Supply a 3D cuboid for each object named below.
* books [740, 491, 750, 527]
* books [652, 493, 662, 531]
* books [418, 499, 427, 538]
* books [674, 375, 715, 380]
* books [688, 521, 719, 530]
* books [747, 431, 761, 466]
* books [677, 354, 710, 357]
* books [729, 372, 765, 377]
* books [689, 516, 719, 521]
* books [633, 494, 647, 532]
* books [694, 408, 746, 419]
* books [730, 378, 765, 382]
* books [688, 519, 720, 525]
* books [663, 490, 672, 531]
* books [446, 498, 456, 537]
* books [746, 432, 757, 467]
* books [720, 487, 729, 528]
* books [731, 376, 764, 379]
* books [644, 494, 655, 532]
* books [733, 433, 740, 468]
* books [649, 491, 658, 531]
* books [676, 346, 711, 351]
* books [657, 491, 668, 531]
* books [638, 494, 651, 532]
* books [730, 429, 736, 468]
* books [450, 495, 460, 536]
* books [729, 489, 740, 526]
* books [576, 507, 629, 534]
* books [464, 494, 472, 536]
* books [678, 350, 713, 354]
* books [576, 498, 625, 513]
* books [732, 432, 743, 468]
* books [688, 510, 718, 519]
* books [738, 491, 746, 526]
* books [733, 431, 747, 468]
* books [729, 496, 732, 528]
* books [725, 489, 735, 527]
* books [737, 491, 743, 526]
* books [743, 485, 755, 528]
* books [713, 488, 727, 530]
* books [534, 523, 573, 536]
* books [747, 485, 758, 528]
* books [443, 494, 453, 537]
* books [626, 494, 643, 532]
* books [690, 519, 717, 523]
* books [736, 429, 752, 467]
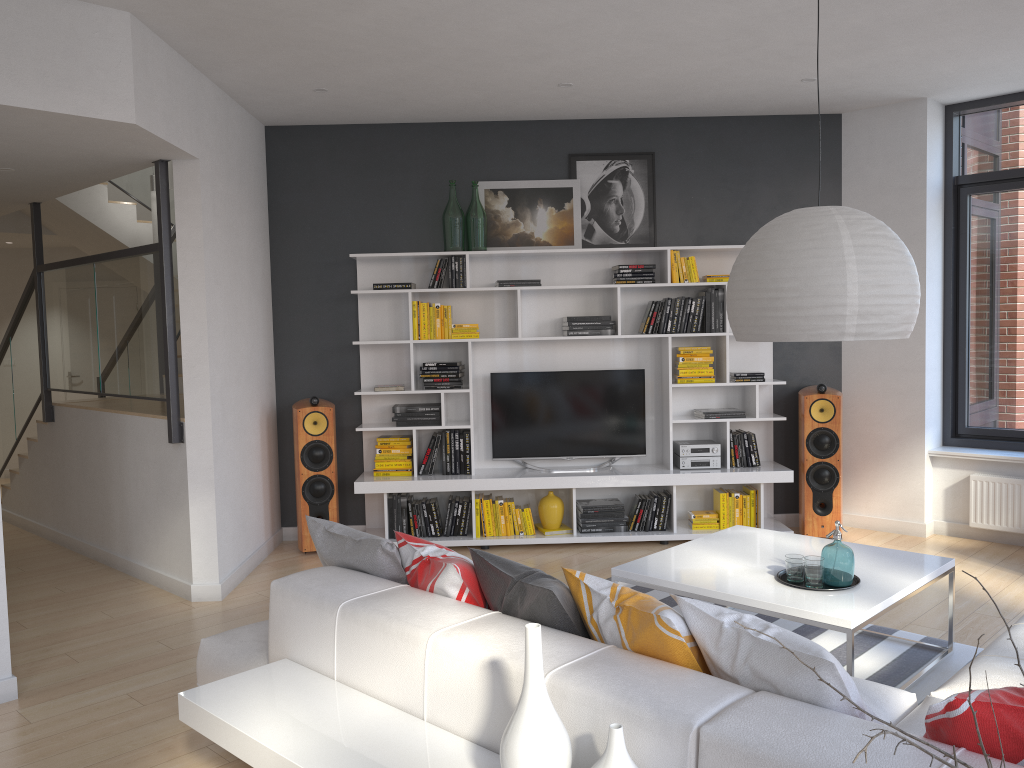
[{"bbox_3d":[1.650,0.888,6.282,0.024,0.234,0.172,-1,4,-1],"label":"books"},{"bbox_3d":[1.010,0.903,6.271,0.068,0.243,0.179,-2,4,-2],"label":"books"},{"bbox_3d":[-0.624,0.943,6.241,0.050,0.242,0.169,-1,4,-1],"label":"books"},{"bbox_3d":[1.295,-0.053,6.321,0.257,0.024,0.203,-1,4,2],"label":"books"},{"bbox_3d":[1.356,0.997,6.277,0.190,0.033,0.147,-1,4,-1],"label":"books"},{"bbox_3d":[1.717,0.463,6.352,0.077,0.233,0.179,-1,4,-1],"label":"books"},{"bbox_3d":[1.297,-0.207,6.327,0.227,0.022,0.160,0,4,15],"label":"books"},{"bbox_3d":[1.666,-0.070,6.292,0.213,0.023,0.161,-1,4,3],"label":"books"},{"bbox_3d":[1.356,0.945,6.273,0.187,0.014,0.134,-1,4,-1],"label":"books"},{"bbox_3d":[0.894,0.909,6.276,0.096,0.234,0.187,-1,4,0],"label":"books"},{"bbox_3d":[1.479,0.210,6.335,0.310,0.047,0.250,-2,4,-5],"label":"books"},{"bbox_3d":[1.665,-0.031,6.276,0.213,0.023,0.161,-1,4,3],"label":"books"},{"bbox_3d":[1.356,0.974,6.279,0.196,0.011,0.148,-1,4,-1],"label":"books"},{"bbox_3d":[1.081,0.891,6.277,0.066,0.260,0.197,-1,4,-1],"label":"books"},{"bbox_3d":[-0.428,0.940,6.242,0.069,0.242,0.172,-1,4,0],"label":"books"},{"bbox_3d":[1.684,0.462,6.320,0.066,0.242,0.177,-1,4,-1],"label":"books"},{"bbox_3d":[1.503,0.879,6.282,0.015,0.263,0.199,-1,4,-1],"label":"books"},{"bbox_3d":[1.664,-0.050,6.278,0.198,0.015,0.142,-2,4,-2],"label":"books"},{"bbox_3d":[0.960,0.906,6.250,0.069,0.242,0.172,-1,4,0],"label":"books"},{"bbox_3d":[1.579,0.466,6.330,0.053,0.240,0.189,-1,4,0],"label":"books"},{"bbox_3d":[0.983,0.896,6.276,0.075,0.254,0.192,-1,4,-2],"label":"books"},{"bbox_3d":[1.294,-0.254,6.343,0.223,0.023,0.163,-1,4,3],"label":"books"},{"bbox_3d":[1.047,0.897,6.276,0.084,0.249,0.191,-1,4,-1],"label":"books"},{"bbox_3d":[0.926,0.909,6.263,0.081,0.233,0.169,-1,4,-2],"label":"books"},{"bbox_3d":[1.546,0.451,6.332,0.053,0.268,0.202,-1,4,-1],"label":"books"},{"bbox_3d":[-0.404,0.930,6.267,0.075,0.254,0.192,-1,4,-2],"label":"books"},{"bbox_3d":[1.570,0.882,6.278,0.035,0.250,0.185,-1,4,-1],"label":"books"},{"bbox_3d":[0.634,0.960,6.301,0.343,0.137,0.277,-2,4,-6],"label":"books"},{"bbox_3d":[-0.306,0.925,6.268,0.066,0.260,0.197,-1,4,-1],"label":"books"},{"bbox_3d":[1.304,-0.230,6.322,0.223,0.023,0.163,-1,4,3],"label":"books"},{"bbox_3d":[0.625,0.867,6.317,0.310,0.047,0.250,-2,4,-5],"label":"books"},{"bbox_3d":[1.603,0.467,6.323,0.049,0.236,0.170,-1,4,0],"label":"books"},{"bbox_3d":[1.352,0.925,6.284,0.186,0.026,0.138,-1,4,-1],"label":"books"},{"bbox_3d":[1.624,0.889,6.278,0.024,0.234,0.172,-1,4,-1],"label":"books"},{"bbox_3d":[1.625,0.463,6.316,0.050,0.242,0.169,-1,4,-1],"label":"books"},{"bbox_3d":[1.522,0.897,6.262,0.024,0.229,0.156,-1,4,-1],"label":"books"},{"bbox_3d":[1.543,0.883,6.280,0.019,0.251,0.180,-1,4,-1],"label":"books"},{"bbox_3d":[1.599,0.887,6.281,0.023,0.239,0.169,-1,4,-1],"label":"books"},{"bbox_3d":[1.678,0.870,6.287,0.029,0.270,0.204,-1,4,-1],"label":"books"},{"bbox_3d":[1.473,0.882,6.279,0.044,0.255,0.198,-1,4,-1],"label":"books"},{"bbox_3d":[0.288,1.024,6.285,0.204,0.029,0.270,-2,4,-16],"label":"books"},{"bbox_3d":[1.705,0.868,6.296,0.025,0.270,0.213,-1,4,-1],"label":"books"},{"bbox_3d":[-0.450,0.928,6.270,0.066,0.260,0.197,-1,4,-1],"label":"books"},{"bbox_3d":[0.861,0.910,6.271,0.104,0.234,0.182,-1,4,-1],"label":"books"},{"bbox_3d":[1.350,0.962,6.259,0.169,0.018,0.113,-1,4,1],"label":"books"},{"bbox_3d":[1.654,0.457,6.327,0.066,0.255,0.193,-1,4,-1],"label":"books"}]
